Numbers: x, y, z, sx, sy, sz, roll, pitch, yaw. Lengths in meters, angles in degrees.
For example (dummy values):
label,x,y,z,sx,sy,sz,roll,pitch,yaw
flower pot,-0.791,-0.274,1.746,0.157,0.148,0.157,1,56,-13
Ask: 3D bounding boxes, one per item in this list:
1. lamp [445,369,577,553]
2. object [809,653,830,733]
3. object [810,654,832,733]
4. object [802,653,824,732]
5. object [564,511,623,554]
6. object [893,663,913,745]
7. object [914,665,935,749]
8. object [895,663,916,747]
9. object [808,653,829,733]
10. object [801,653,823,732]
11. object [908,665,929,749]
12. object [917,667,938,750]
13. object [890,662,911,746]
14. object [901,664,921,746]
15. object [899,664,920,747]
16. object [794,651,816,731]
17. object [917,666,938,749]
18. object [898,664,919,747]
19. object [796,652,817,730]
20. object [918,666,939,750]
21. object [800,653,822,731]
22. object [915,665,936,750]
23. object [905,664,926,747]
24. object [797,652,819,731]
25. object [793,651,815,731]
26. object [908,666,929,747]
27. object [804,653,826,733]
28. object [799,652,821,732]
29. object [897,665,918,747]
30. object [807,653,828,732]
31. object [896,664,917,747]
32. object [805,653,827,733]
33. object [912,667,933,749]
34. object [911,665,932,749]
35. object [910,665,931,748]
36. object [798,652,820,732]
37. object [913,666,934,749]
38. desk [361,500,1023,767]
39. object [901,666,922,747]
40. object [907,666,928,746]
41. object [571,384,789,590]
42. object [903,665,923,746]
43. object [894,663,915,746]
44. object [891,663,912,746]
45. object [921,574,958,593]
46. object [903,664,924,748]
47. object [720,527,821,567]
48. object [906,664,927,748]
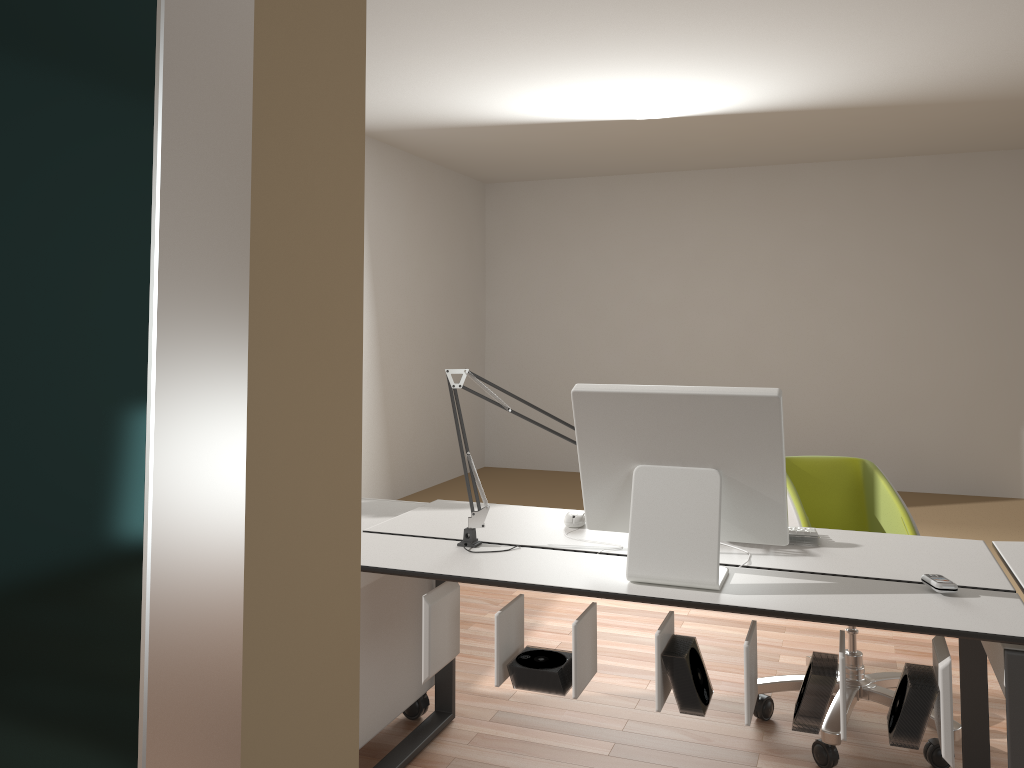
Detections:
label,x,y,z,sx,sy,sz,roll,pitch,yaw
lamp,0.095,0.224,2.313,0.539,0.532,0.139,0,-3,-14
object,0.622,0.622,1.778,0.040,0.114,0.133,-1,0,21
object,0.624,0.622,1.778,0.040,0.114,0.133,-1,0,21
object,0.611,0.622,1.783,0.039,0.114,0.133,-1,0,21
object,0.214,0.416,2.393,0.140,0.080,0.370,0,3,0
object,0.762,0.625,1.725,0.040,0.114,0.133,-1,0,21
object,0.796,0.626,1.712,0.040,0.114,0.133,-1,0,21
object,0.766,0.626,1.723,0.040,0.114,0.133,-1,0,21
object,0.620,0.622,1.779,0.040,0.114,0.133,-1,0,21
object,0.609,0.622,1.783,0.039,0.114,0.133,-1,0,21
object,0.788,0.626,1.715,0.040,0.114,0.133,-1,0,21
object,0.802,0.626,1.710,0.039,0.114,0.133,-1,0,21
object,0.758,0.625,1.727,0.040,0.114,0.133,-1,0,21
object,0.775,0.626,1.720,0.040,0.114,0.133,-1,0,21
object,0.773,0.626,1.721,0.040,0.114,0.133,-1,0,21
object,0.596,0.622,1.788,0.040,0.114,0.133,-1,0,21
object,0.801,0.626,1.710,0.040,0.114,0.133,-1,0,21
object,0.770,0.626,1.722,0.040,0.114,0.133,-1,0,21
object,0.598,0.622,1.787,0.040,0.114,0.133,-1,0,21
object,0.803,0.626,1.710,0.040,0.114,0.133,-1,0,21
object,0.607,0.622,1.784,0.039,0.114,0.133,-1,0,21
object,0.798,0.626,1.711,0.040,0.114,0.133,-1,0,21
object,0.781,0.626,1.718,0.040,0.114,0.133,-1,0,21
object,0.600,0.622,1.787,0.040,0.114,0.133,-1,0,21
object,0.594,0.622,1.789,0.040,0.114,0.133,-1,0,21
object,0.787,0.626,1.715,0.039,0.114,0.133,-1,0,21
object,0.613,0.622,1.782,0.040,0.114,0.133,-1,0,21
object,0.605,0.622,1.785,0.040,0.114,0.133,-1,0,21
object,0.770,0.625,1.722,0.039,0.114,0.133,-1,0,21
object,0.618,0.622,1.780,0.040,0.114,0.133,-1,0,21
object,0.768,0.626,1.723,0.040,0.114,0.133,-1,0,21
object,0.616,0.622,1.781,0.040,0.114,0.133,-1,0,21
object,0.794,0.626,1.713,0.039,0.114,0.133,-1,0,21
object,0.792,0.626,1.714,0.040,0.114,0.133,-1,0,21
object,0.790,0.626,1.714,0.040,0.114,0.133,-1,0,21
object,0.603,0.622,1.786,0.040,0.114,0.133,-1,0,21
object,0.796,0.626,1.712,0.039,0.114,0.133,-1,0,21
desk,0.359,0.766,2.219,1.600,0.691,0.803,1,1,21
object,0.777,0.626,1.720,0.039,0.114,0.133,-1,0,21
object,0.785,0.626,1.716,0.039,0.114,0.133,-1,0,21
object,0.378,0.218,2.000,0.466,0.434,0.196,0,-2,21
object,0.779,0.626,1.719,0.039,0.114,0.133,-1,0,21
object,0.764,0.626,1.724,0.040,0.114,0.133,-1,0,21
object,0.760,0.625,1.726,0.040,0.114,0.133,-1,0,21
object,0.913,0.426,1.882,0.047,0.021,0.084,0,3,0
object,0.779,0.626,1.719,0.040,0.114,0.133,-1,0,21
object,0.561,0.424,2.275,0.456,0.080,0.387,1,3,16
object,0.783,0.626,1.717,0.040,0.114,0.133,-1,0,21
